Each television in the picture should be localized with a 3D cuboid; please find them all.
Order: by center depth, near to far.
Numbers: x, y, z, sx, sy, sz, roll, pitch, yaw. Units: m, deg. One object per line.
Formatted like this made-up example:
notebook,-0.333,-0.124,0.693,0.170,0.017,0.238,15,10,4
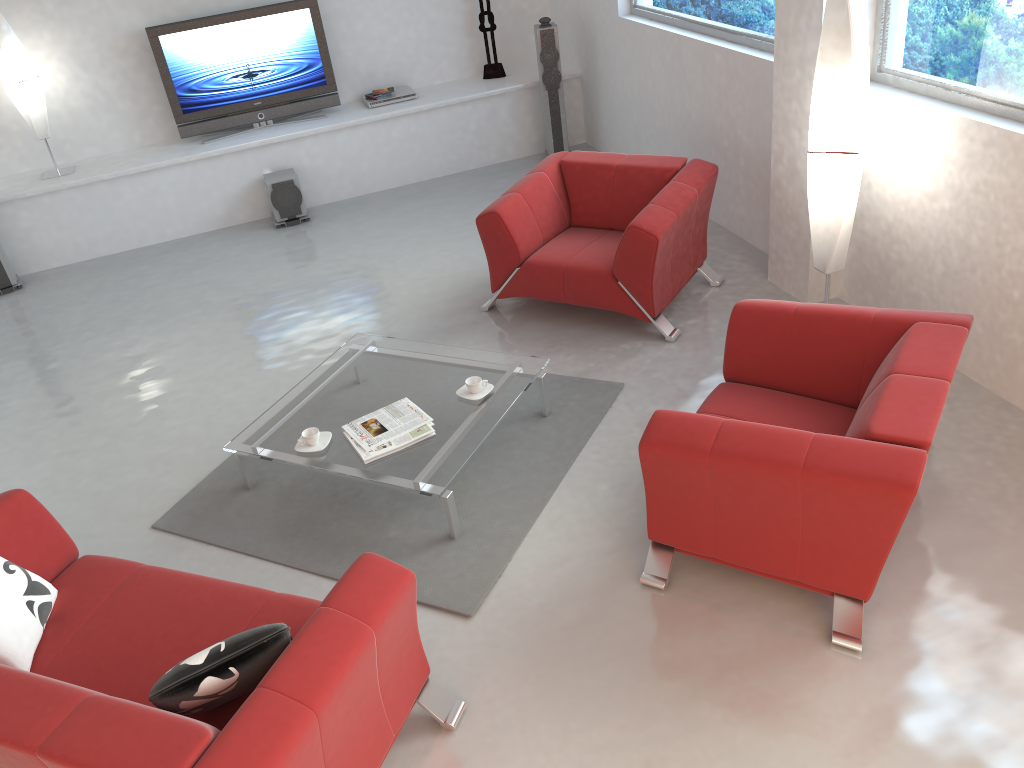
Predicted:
television,-2.173,-2.580,7.314,1.356,0.919,0.343,-16,32,-12

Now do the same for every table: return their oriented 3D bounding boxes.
table,-0.554,0.202,4.284,1.162,0.286,1.097,9,36,26

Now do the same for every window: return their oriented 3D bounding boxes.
window,2.136,-1.754,3.051,0.100,1.800,2.400,-16,32,-12
window,1.230,-3.055,5.360,0.100,1.800,2.400,-16,32,-12

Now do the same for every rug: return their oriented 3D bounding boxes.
rug,-0.541,0.330,4.352,1.700,0.025,1.700,9,36,26

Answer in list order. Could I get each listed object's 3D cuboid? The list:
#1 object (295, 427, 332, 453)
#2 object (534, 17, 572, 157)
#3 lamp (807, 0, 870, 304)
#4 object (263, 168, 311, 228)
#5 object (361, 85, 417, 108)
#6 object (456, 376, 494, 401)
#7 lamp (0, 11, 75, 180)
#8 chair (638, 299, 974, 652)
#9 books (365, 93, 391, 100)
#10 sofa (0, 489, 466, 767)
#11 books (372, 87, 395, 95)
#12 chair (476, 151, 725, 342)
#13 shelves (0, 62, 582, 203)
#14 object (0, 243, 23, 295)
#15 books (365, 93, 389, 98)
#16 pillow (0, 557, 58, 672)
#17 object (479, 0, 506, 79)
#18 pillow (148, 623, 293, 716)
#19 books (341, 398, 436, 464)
object,-0.892,0.243,3.962,0.153,0.069,0.153,-2,32,10
object,0.340,-2.521,7.594,0.255,1.184,0.273,-8,32,0
lamp,1.559,-0.994,4.280,0.313,1.779,0.313,-21,34,-19
object,-1.869,-1.536,7.322,0.336,0.374,0.337,-16,32,-12
object,-1.080,-2.522,7.775,0.430,0.045,0.352,-16,32,-12
object,-0.177,0.013,4.157,0.153,0.069,0.153,17,40,35
lamp,-3.725,-2.220,6.808,0.263,1.239,0.263,-21,34,-19
chair,1.139,0.210,3.441,0.951,0.738,1.288,12,37,30
books,-1.163,-2.508,7.717,0.135,0.015,0.190,16,39,34
sofa,-1.246,0.938,2.852,1.929,0.738,0.951,5,34,22
books,-1.119,-2.547,7.710,0.190,0.015,0.135,-11,32,-4
chair,0.526,-0.874,5.330,1.288,0.738,0.951,12,37,30
shelves,-2.069,-2.120,7.473,5.500,0.050,0.650,-16,32,-12
object,-4.019,-1.246,6.609,0.255,1.184,0.273,-25,35,-25
books,-1.166,-2.522,7.711,0.190,0.015,0.135,-28,37,-29
pillow,-1.746,0.745,2.948,0.288,0.343,0.402,-12,32,-6
object,-0.229,-3.243,7.704,0.331,1.130,0.108,-3,32,9
pillow,-0.824,0.835,2.577,0.402,0.343,0.288,-21,34,-19
books,-0.554,0.197,3.986,0.367,0.035,0.345,-22,34,-21
